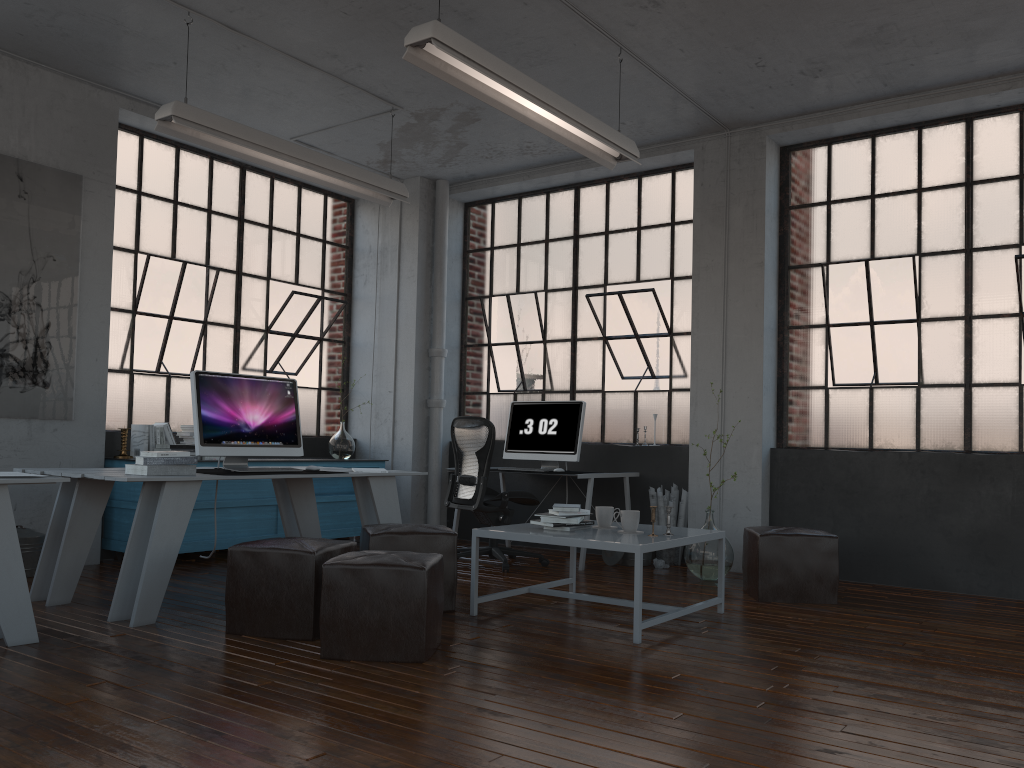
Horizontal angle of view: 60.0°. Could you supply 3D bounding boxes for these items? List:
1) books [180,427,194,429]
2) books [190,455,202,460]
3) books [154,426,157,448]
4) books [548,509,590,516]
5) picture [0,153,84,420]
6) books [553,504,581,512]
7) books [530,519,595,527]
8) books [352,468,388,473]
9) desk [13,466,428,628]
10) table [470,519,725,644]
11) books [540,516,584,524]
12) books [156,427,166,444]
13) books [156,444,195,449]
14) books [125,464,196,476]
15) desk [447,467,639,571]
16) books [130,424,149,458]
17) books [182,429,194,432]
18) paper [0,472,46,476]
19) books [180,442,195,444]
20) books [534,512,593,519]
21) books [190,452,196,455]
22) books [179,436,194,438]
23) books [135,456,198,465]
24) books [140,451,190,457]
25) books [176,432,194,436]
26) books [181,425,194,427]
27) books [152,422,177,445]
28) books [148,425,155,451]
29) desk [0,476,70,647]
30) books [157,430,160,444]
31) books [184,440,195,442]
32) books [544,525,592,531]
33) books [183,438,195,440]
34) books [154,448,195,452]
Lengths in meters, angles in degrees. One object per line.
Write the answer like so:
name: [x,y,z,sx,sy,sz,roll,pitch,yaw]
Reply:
books: [-2.338,0.339,6.723,0.182,0.016,0.289,-1,-5,36]
books: [-2.370,0.521,6.304,0.191,0.032,0.259,-2,-5,38]
books: [-2.601,0.422,6.360,0.152,0.239,0.045,-1,-3,36]
books: [0.302,0.678,4.698,0.185,0.026,0.125,3,-4,-24]
picture: [-3.154,-0.611,5.597,0.025,1.648,0.854,0,-3,36]
books: [0.289,0.654,4.683,0.141,0.026,0.202,1,-4,6]
books: [0.266,0.735,4.707,0.274,0.025,0.210,4,-5,-34]
books: [-0.889,0.540,5.540,0.205,0.019,0.244,2,-4,-14]
desk: [-1.590,0.854,5.174,1.075,0.703,2.079,-1,-4,36]
table: [0.472,0.996,4.700,0.972,0.444,0.992,-1,-4,36]
books: [0.268,0.712,4.709,0.200,0.031,0.272,1,-4,11]
books: [-2.563,0.422,6.410,0.161,0.223,0.065,-1,-3,36]
books: [-2.373,0.445,6.299,0.191,0.028,0.240,-2,-5,38]
books: [-1.767,0.430,4.458,0.200,0.050,0.272,-1,-5,36]
desk: [0.232,1.026,6.999,1.227,0.687,0.934,-1,-4,36]
books: [-2.650,0.408,6.306,0.172,0.239,0.032,-1,-3,36]
books: [-2.338,0.358,6.724,0.174,0.021,0.273,-1,-5,36]
paper: [-2.319,0.391,3.855,0.429,0.001,0.485,5,-5,-43]
books: [-2.344,0.447,6.716,0.159,0.012,0.285,-1,-5,36]
books: [0.277,0.694,4.715,0.200,0.014,0.275,-1,-5,36]
books: [-2.369,0.493,6.294,0.191,0.023,0.242,-1,-5,34]
books: [-2.351,0.404,6.734,0.182,0.016,0.289,-1,-5,36]
books: [-1.738,0.384,4.458,0.257,0.044,0.193,4,-5,-34]
books: [-1.749,0.353,4.469,0.153,0.030,0.185,-1,-5,36]
books: [-2.363,0.381,6.716,0.180,0.028,0.296,-1,-5,36]
books: [-2.332,0.323,6.712,0.182,0.016,0.289,-1,-5,36]
books: [-2.525,0.425,6.471,0.176,0.284,0.170,-1,-3,36]
books: [-2.617,0.410,6.334,0.172,0.240,0.053,-1,-3,36]
desk: [-2.945,0.693,3.293,1.064,0.696,2.059,-1,-4,36]
books: [-2.589,0.440,6.383,0.161,0.224,0.046,-1,-3,36]
books: [-2.332,0.435,6.722,0.161,0.012,0.254,-1,-5,36]
books: [0.295,0.760,4.725,0.171,0.028,0.218,-1,-5,36]
books: [-2.335,0.421,6.733,0.167,0.017,0.263,-1,-5,36]
books: [-2.371,0.471,6.307,0.212,0.023,0.259,-1,-5,36]
